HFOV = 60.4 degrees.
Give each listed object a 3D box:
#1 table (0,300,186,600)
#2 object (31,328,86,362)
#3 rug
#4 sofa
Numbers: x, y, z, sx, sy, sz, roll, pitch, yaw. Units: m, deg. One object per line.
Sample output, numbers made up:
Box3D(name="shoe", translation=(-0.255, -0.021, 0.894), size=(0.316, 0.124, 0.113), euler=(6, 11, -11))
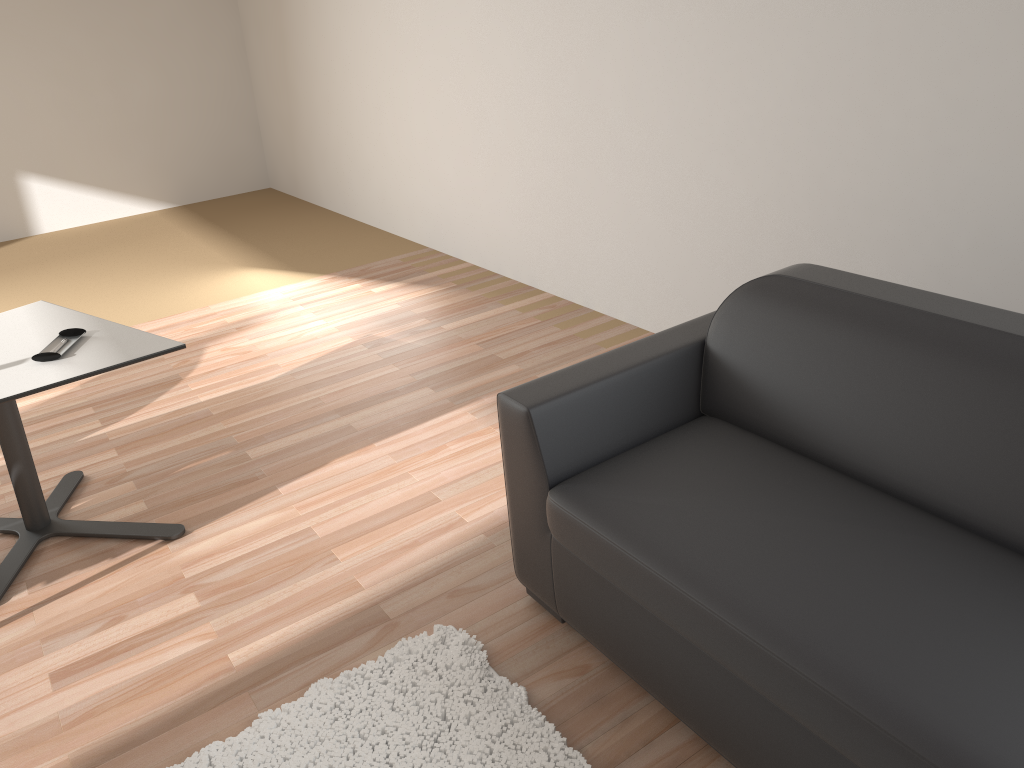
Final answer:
Box3D(name="table", translation=(-1.590, 0.181, 2.992), size=(0.826, 0.662, 0.947), euler=(-20, 27, -32))
Box3D(name="object", translation=(-1.439, -0.126, 2.800), size=(0.089, 0.029, 0.224), euler=(-6, 24, -2))
Box3D(name="rug", translation=(-0.191, 1.177, 1.283), size=(1.473, 0.044, 2.075), euler=(-20, 28, -29))
Box3D(name="sofa", translation=(0.969, 0.433, 1.734), size=(0.967, 0.803, 2.314), euler=(-18, 27, -29))
